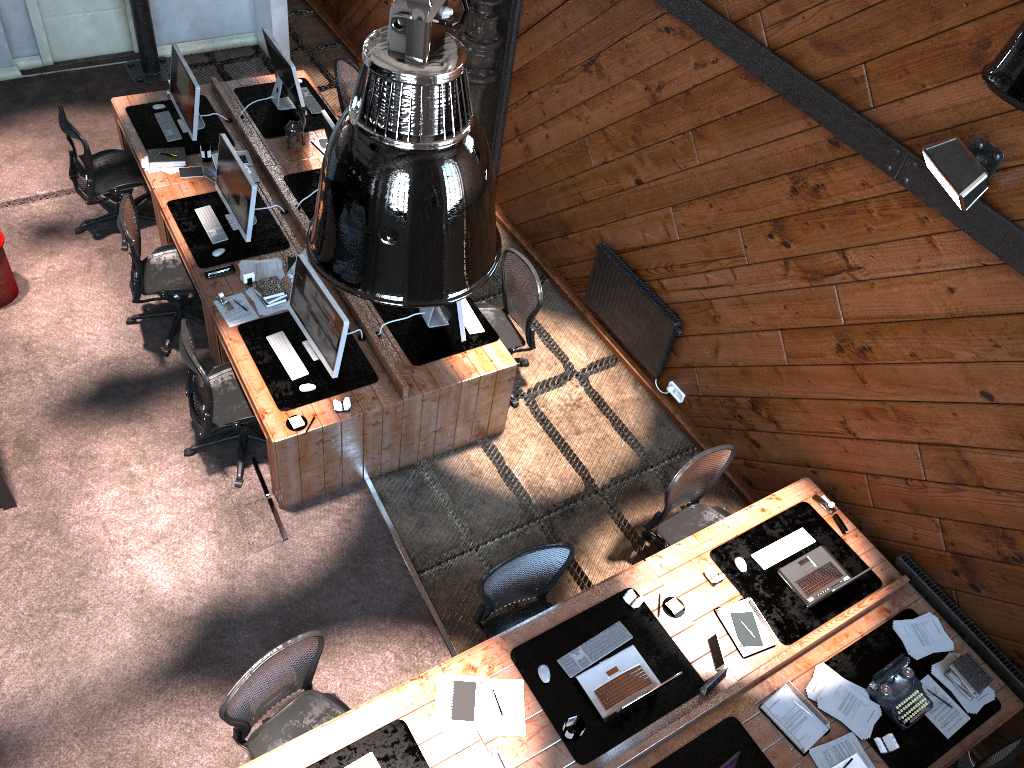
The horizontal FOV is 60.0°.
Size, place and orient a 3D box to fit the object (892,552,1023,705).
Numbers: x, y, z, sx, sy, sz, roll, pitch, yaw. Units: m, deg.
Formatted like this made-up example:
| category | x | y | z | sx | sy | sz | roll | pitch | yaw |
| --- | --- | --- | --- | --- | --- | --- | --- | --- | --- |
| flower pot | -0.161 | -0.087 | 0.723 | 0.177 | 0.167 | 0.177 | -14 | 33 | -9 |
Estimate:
| category | x | y | z | sx | sy | sz | roll | pitch | yaw |
| --- | --- | --- | --- | --- | --- | --- | --- | --- | --- |
| object | 2.601 | 1.598 | 5.353 | 0.073 | 0.628 | 1.064 | -20 | 54 | -26 |

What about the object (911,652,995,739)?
| category | x | y | z | sx | sy | sz | roll | pitch | yaw |
| --- | --- | --- | --- | --- | --- | --- | --- | --- | --- |
| object | 2.421 | 1.665 | 4.846 | 0.478 | 0.098 | 0.319 | -22 | 55 | -27 |

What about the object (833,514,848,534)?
| category | x | y | z | sx | sy | sz | roll | pitch | yaw |
| --- | --- | --- | --- | --- | --- | --- | --- | --- | --- |
| object | 2.057 | 0.875 | 5.557 | 0.022 | 0.042 | 0.134 | -8 | 50 | -17 |

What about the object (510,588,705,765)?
| category | x | y | z | sx | sy | sz | roll | pitch | yaw |
| --- | --- | --- | --- | --- | --- | --- | --- | --- | --- |
| object | 0.511 | 1.520 | 4.717 | 0.848 | 0.008 | 0.687 | -21 | 55 | -26 |

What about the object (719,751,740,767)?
| category | x | y | z | sx | sy | sz | roll | pitch | yaw |
| --- | --- | --- | --- | --- | --- | --- | --- | --- | --- |
| object | 1.005 | 2.016 | 4.157 | 0.390 | 0.283 | 0.323 | -25 | 57 | -29 |

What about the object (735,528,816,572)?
| category | x | y | z | sx | sy | sz | roll | pitch | yaw |
| --- | --- | --- | --- | --- | --- | --- | --- | --- | --- |
| object | 1.590 | 1.013 | 5.348 | 0.577 | 0.040 | 0.139 | -17 | 53 | -24 |

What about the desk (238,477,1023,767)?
| category | x | y | z | sx | sy | sz | roll | pitch | yaw |
| --- | --- | --- | --- | --- | --- | --- | --- | --- | --- |
| desk | 0.610 | 2.052 | 4.704 | 4.117 | 0.840 | 1.748 | -20 | 54 | -26 |

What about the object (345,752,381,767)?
| category | x | y | z | sx | sy | sz | roll | pitch | yaw |
| --- | --- | --- | --- | --- | --- | --- | --- | --- | --- |
| object | -0.878 | 1.898 | 4.101 | 0.577 | 0.040 | 0.139 | -20 | 54 | -26 |

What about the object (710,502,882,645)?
| category | x | y | z | sx | sy | sz | roll | pitch | yaw |
| --- | --- | --- | --- | --- | --- | --- | --- | --- | --- |
| object | 1.701 | 1.106 | 5.307 | 0.848 | 0.008 | 0.687 | -21 | 55 | -26 |

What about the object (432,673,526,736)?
| category | x | y | z | sx | sy | sz | roll | pitch | yaw |
| --- | --- | --- | --- | --- | --- | --- | --- | --- | --- |
| object | -0.158 | 1.622 | 4.493 | 0.467 | 0.017 | 0.304 | 6 | 47 | -5 |

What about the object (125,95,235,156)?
| category | x | y | z | sx | sy | sz | roll | pitch | yaw |
| --- | --- | --- | --- | --- | --- | --- | --- | --- | --- |
| object | -2.809 | -2.176 | 7.495 | 0.687 | 0.008 | 0.848 | -19 | 54 | -25 |

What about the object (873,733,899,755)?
| category | x | y | z | sx | sy | sz | roll | pitch | yaw |
| --- | --- | --- | --- | --- | --- | --- | --- | --- | --- |
| object | 1.939 | 1.868 | 4.605 | 0.106 | 0.063 | 0.082 | -6 | 49 | -15 |

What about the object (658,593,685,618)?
| category | x | y | z | sx | sy | sz | roll | pitch | yaw |
| --- | --- | --- | --- | --- | --- | --- | --- | --- | --- |
| object | 0.906 | 1.256 | 5.014 | 0.154 | 0.026 | 0.158 | 13 | 47 | 2 |

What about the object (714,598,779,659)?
| category | x | y | z | sx | sy | sz | roll | pitch | yaw |
| --- | --- | --- | --- | --- | --- | --- | --- | --- | --- |
| object | 1.312 | 1.355 | 4.977 | 0.229 | 0.060 | 0.316 | -13 | 52 | -21 |

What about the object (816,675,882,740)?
| category | x | y | z | sx | sy | sz | roll | pitch | yaw |
| --- | --- | --- | --- | --- | --- | --- | --- | --- | --- |
| object | 1.802 | 1.724 | 4.740 | 0.315 | 0.002 | 0.246 | 35 | 51 | 20 |

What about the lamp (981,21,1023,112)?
| category | x | y | z | sx | sy | sz | roll | pitch | yaw |
| --- | --- | --- | --- | --- | --- | --- | --- | --- | --- |
| lamp | 1.984 | -1.786 | 2.159 | 0.445 | 2.372 | 0.445 | -23 | 56 | -27 |

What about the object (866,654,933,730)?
| category | x | y | z | sx | sy | sz | roll | pitch | yaw |
| --- | --- | --- | --- | --- | --- | --- | --- | --- | --- |
| object | 2.107 | 1.659 | 4.778 | 0.322 | 0.116 | 0.290 | -22 | 55 | -27 |

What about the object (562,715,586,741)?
| category | x | y | z | sx | sy | sz | roll | pitch | yaw |
| --- | --- | --- | --- | --- | --- | --- | --- | --- | --- |
| object | 0.308 | 1.716 | 4.421 | 0.099 | 0.138 | 0.078 | -10 | 51 | -18 |

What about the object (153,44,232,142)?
| category | x | y | z | sx | sy | sz | roll | pitch | yaw |
| --- | --- | --- | --- | --- | --- | --- | --- | --- | --- |
| object | -2.748 | -2.379 | 7.324 | 0.692 | 0.581 | 0.586 | 17 | 47 | 6 |

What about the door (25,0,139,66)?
| category | x | y | z | sx | sy | sz | roll | pitch | yaw |
| --- | --- | --- | --- | --- | --- | --- | --- | --- | --- |
| door | -4.271 | -4.202 | 8.561 | 1.013 | 2.268 | 0.064 | -20 | 54 | -26 |

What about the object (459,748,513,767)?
| category | x | y | z | sx | sy | sz | roll | pitch | yaw |
| --- | --- | --- | --- | --- | --- | --- | --- | --- | --- |
| object | -0.124 | 1.911 | 4.207 | 0.325 | 0.065 | 0.363 | -8 | 50 | -17 |

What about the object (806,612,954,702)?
| category | x | y | z | sx | sy | sz | roll | pitch | yaw |
| --- | --- | --- | --- | --- | --- | --- | --- | --- | --- |
| object | 2.061 | 1.550 | 4.952 | 1.058 | 0.002 | 0.356 | -22 | 55 | -27 |

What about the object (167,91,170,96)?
| category | x | y | z | sx | sy | sz | roll | pitch | yaw |
| --- | --- | --- | --- | --- | --- | --- | --- | --- | --- |
| object | -2.964 | -2.559 | 7.779 | 0.082 | 0.063 | 0.106 | 27 | 49 | 14 |

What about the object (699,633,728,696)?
| category | x | y | z | sx | sy | sz | roll | pitch | yaw |
| --- | --- | --- | --- | --- | --- | --- | --- | --- | --- |
| object | 1.102 | 1.517 | 4.772 | 0.129 | 0.083 | 0.347 | 18 | 47 | 6 |

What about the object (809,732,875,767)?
| category | x | y | z | sx | sy | sz | roll | pitch | yaw |
| --- | --- | --- | --- | --- | --- | --- | --- | --- | --- |
| object | 1.734 | 2.014 | 4.470 | 0.304 | 0.017 | 0.467 | -9 | 50 | -18 |

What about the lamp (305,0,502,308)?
| category | x | y | z | sx | sy | sz | roll | pitch | yaw |
| --- | --- | --- | --- | --- | --- | --- | --- | --- | --- |
| lamp | -0.092 | -1.121 | 1.182 | 0.445 | 2.372 | 0.445 | 17 | 47 | 5 |

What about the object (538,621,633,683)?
| category | x | y | z | sx | sy | sz | roll | pitch | yaw |
| --- | --- | --- | --- | --- | --- | --- | --- | --- | --- |
| object | 0.394 | 1.445 | 4.741 | 0.577 | 0.040 | 0.139 | -21 | 55 | -26 |

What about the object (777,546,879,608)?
| category | x | y | z | sx | sy | sz | roll | pitch | yaw |
| --- | --- | --- | --- | --- | --- | --- | --- | --- | --- |
| object | 1.835 | 1.070 | 5.168 | 0.390 | 0.283 | 0.323 | -20 | 54 | -26 |

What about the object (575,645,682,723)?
| category | x | y | z | sx | sy | sz | roll | pitch | yaw |
| --- | --- | --- | --- | --- | --- | --- | --- | --- | --- |
| object | 0.590 | 1.487 | 4.528 | 0.380 | 0.288 | 0.320 | -20 | 54 | -26 |

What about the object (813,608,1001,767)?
| category | x | y | z | sx | sy | sz | roll | pitch | yaw |
| --- | --- | --- | --- | --- | --- | --- | --- | --- | --- |
| object | 2.172 | 1.677 | 4.871 | 0.848 | 0.008 | 0.687 | -21 | 55 | -26 |

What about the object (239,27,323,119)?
| category | x | y | z | sx | sy | sz | roll | pitch | yaw |
| --- | --- | --- | --- | --- | --- | --- | --- | --- | --- |
| object | -1.949 | -2.683 | 7.741 | 0.648 | 0.576 | 0.799 | 16 | 47 | 4 |

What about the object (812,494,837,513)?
| category | x | y | z | sx | sy | sz | roll | pitch | yaw |
| --- | --- | --- | --- | --- | --- | --- | --- | --- | --- |
| object | 1.995 | 0.749 | 5.647 | 0.054 | 0.064 | 0.159 | -27 | 58 | -30 |

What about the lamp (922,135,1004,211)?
| category | x | y | z | sx | sy | sz | roll | pitch | yaw |
| --- | --- | --- | --- | --- | --- | --- | --- | --- | --- |
| lamp | 2.114 | -1.020 | 4.240 | 0.283 | 0.287 | 0.328 | -21 | 55 | -26 |

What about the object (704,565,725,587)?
| category | x | y | z | sx | sy | sz | roll | pitch | yaw |
| --- | --- | --- | --- | --- | --- | --- | --- | --- | --- |
| object | 1.178 | 1.110 | 5.172 | 0.082 | 0.063 | 0.106 | -23 | 56 | -27 |

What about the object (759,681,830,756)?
| category | x | y | z | sx | sy | sz | roll | pitch | yaw |
| --- | --- | --- | --- | --- | --- | --- | --- | --- | --- |
| object | 1.490 | 1.747 | 4.651 | 0.229 | 0.060 | 0.316 | -27 | 57 | -30 |

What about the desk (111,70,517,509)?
| category | x | y | z | sx | sy | sz | roll | pitch | yaw |
| --- | --- | --- | --- | --- | --- | --- | --- | --- | --- |
| desk | -1.753 | -1.084 | 7.142 | 1.748 | 0.840 | 4.117 | -18 | 54 | -25 |

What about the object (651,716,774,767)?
| category | x | y | z | sx | sy | sz | roll | pitch | yaw |
| --- | --- | --- | --- | --- | --- | --- | --- | --- | --- |
| object | 0.982 | 2.091 | 4.280 | 0.848 | 0.008 | 0.687 | -21 | 55 | -26 |

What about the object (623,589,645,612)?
| category | x | y | z | sx | sy | sz | roll | pitch | yaw |
| --- | --- | --- | --- | --- | --- | --- | --- | --- | --- |
| object | 0.684 | 1.208 | 4.984 | 0.106 | 0.063 | 0.082 | 36 | 52 | 21 |
